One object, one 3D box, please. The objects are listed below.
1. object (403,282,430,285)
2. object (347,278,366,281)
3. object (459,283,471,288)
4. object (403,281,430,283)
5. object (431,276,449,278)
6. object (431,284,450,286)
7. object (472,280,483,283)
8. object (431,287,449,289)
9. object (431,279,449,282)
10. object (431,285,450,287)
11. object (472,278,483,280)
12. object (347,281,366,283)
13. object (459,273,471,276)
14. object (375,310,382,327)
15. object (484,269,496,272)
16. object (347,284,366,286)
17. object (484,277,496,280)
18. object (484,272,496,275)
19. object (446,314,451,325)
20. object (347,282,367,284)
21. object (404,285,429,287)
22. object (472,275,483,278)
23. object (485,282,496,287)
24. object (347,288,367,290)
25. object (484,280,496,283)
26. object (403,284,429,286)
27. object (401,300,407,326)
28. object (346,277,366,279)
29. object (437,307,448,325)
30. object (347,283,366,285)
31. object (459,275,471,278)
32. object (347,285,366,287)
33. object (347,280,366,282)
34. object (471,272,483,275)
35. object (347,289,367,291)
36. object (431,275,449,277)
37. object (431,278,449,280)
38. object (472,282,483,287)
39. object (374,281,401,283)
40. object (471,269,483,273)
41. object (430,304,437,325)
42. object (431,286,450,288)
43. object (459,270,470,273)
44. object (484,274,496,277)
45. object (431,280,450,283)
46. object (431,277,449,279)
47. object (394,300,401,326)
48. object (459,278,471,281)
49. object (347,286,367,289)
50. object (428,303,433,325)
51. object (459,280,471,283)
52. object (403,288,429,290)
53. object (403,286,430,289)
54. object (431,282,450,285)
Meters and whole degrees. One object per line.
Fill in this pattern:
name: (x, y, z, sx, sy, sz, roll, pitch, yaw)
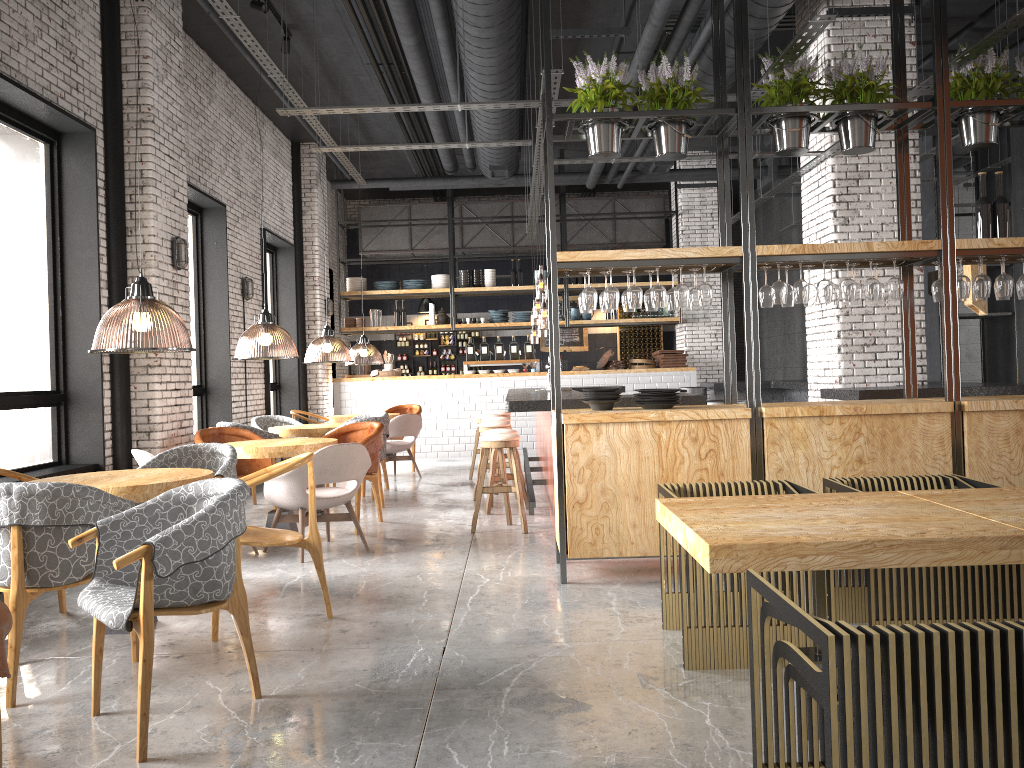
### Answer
object: (-1.618, -1.680, 14.990, 0.454, 0.037, 0.454, -1, 1, 44)
object: (-2.629, -1.748, 14.992, 0.335, 0.042, 0.334, -2, 1, -4)
object: (-0.793, -1.648, 14.994, 0.196, 0.102, 0.196, -2, 0, 12)
object: (-1.619, -1.705, 14.988, 0.454, 0.050, 0.453, -2, 1, -24)
object: (-1.201, -1.793, 14.989, 0.335, 0.039, 0.334, -2, 1, -25)
object: (-1.197, -1.660, 14.988, 0.335, 0.040, 0.334, -2, 1, -36)
object: (-0.582, -1.699, 14.993, 0.196, 0.101, 0.196, -2, 0, 19)
object: (-1.194, -1.602, 14.988, 0.334, 0.033, 0.335, -1, 1, 38)
object: (-1.199, -1.735, 14.989, 0.334, 0.043, 0.334, -2, 1, -16)
object: (-1.195, -1.641, 14.988, 0.335, 0.037, 0.334, -2, 1, -34)
object: (-0.581, -1.744, 14.988, 0.196, 0.107, 0.196, -2, 0, -28)
object: (-2.628, -1.709, 14.991, 0.335, 0.035, 0.334, -2, 1, -24)
object: (-0.793, -1.826, 14.991, 0.196, 0.107, 0.196, -2, 0, 28)
object: (-2.240, -1.095, 14.900, 0.118, 0.293, 0.169, -2, 0, 5)
object: (-0.373, -1.883, 14.996, 0.196, 0.103, 0.196, -2, 0, -22)
object: (-2.627, -1.654, 14.991, 0.334, 0.038, 0.335, -1, 1, 25)
object: (-0.369, -1.750, 14.989, 0.196, 0.104, 0.196, -2, 0, 36)
object: (-0.372, -1.838, 14.992, 0.196, 0.100, 0.196, -2, 0, -4)
object: (-1.136, -1.095, 15.123, 0.203, 0.213, 0.203, -2, 0, 38)
object: (-2.627, -1.689, 14.991, 0.334, 0.038, 0.335, -2, 1, 21)
object: (-1.617, -1.633, 14.988, 0.454, 0.042, 0.454, -2, 1, -39)
object: (-0.585, -1.788, 14.991, 0.196, 0.102, 0.196, -2, 0, 11)
object: (-0.366, -1.662, 14.988, 0.196, 0.105, 0.196, -2, 0, -22)
object: (-2.625, -1.596, 14.990, 0.334, 0.039, 0.334, -2, 1, -13)
object: (-0.370, -1.706, 14.989, 0.196, 0.104, 0.196, -2, 0, -24)
object: (-1.617, -1.657, 14.989, 0.454, 0.038, 0.454, -2, 1, 1)
object: (-1.850, -1.200, 15.133, 0.098, 0.471, 0.098, -2, -1, -22)
object: (-2.629, -1.767, 14.992, 0.334, 0.039, 0.335, -2, 1, -9)
object: (-1.170, -1.140, 14.923, 0.196, 0.305, 0.196, -2, 0, 38)
object: (-2.627, -1.670, 14.991, 0.334, 0.043, 0.335, -1, 1, 39)
object: (-0.796, -1.781, 14.993, 0.196, 0.100, 0.196, -2, 1, -34)
object: (-2.626, -1.635, 14.990, 0.334, 0.042, 0.334, -2, 1, -40)
object: (-2.629, -1.728, 14.991, 0.334, 0.040, 0.334, -2, 1, -10)
object: (-0.586, -1.832, 14.992, 0.196, 0.102, 0.196, -2, 0, -7)
object: (-2.624, -1.577, 14.991, 0.334, 0.042, 0.335, -1, 1, 39)
object: (-1.201, -1.812, 14.990, 0.335, 0.039, 0.334, -2, 1, -26)
object: (-1.199, -1.754, 14.990, 0.335, 0.041, 0.334, -2, 1, -31)
object: (-0.581, -1.655, 14.995, 0.196, 0.104, 0.196, -2, 1, 36)
object: (-2.108, -1.713, 14.989, 0.454, 0.050, 0.454, -2, 1, 13)
object: (-0.587, -1.876, 14.996, 0.196, 0.103, 0.196, -2, 0, -24)
object: (-1.334, -1.159, 14.910, 0.132, 0.360, 0.127, -2, 0, 25)
object: (-1.195, -1.622, 14.989, 0.335, 0.046, 0.334, -2, 1, -19)
object: (-0.802, -1.870, 14.996, 0.196, 0.105, 0.196, -2, 0, 21)
object: (-0.372, -1.794, 14.995, 0.196, 0.103, 0.196, -2, 0, 17)
object: (-1.198, -1.715, 14.989, 0.334, 0.039, 0.335, -2, 1, 8)
object: (-1.200, -1.774, 14.990, 0.335, 0.044, 0.334, -2, 1, -29)
object: (-1.957, -1.197, 15.133, 0.098, 0.471, 0.098, -2, -1, -22)
object: (-0.795, -1.737, 14.994, 0.196, 0.102, 0.196, -2, 0, 29)
object: (-2.625, -1.616, 14.991, 0.335, 0.044, 0.334, -2, 1, -33)
object: (-1.370, -1.176, 15.061, 0.126, 0.394, 0.126, -2, -1, 40)
object: (-0.796, -1.693, 14.993, 0.196, 0.104, 0.196, -2, 0, -36)
object: (-1.615, -1.585, 14.988, 0.454, 0.033, 0.454, -2, 1, 8)
object: (-1.615, -1.610, 14.989, 0.454, 0.045, 0.454, -2, 1, -25)
object: (-1.197, -1.680, 14.989, 0.335, 0.039, 0.334, -2, 1, -33)
